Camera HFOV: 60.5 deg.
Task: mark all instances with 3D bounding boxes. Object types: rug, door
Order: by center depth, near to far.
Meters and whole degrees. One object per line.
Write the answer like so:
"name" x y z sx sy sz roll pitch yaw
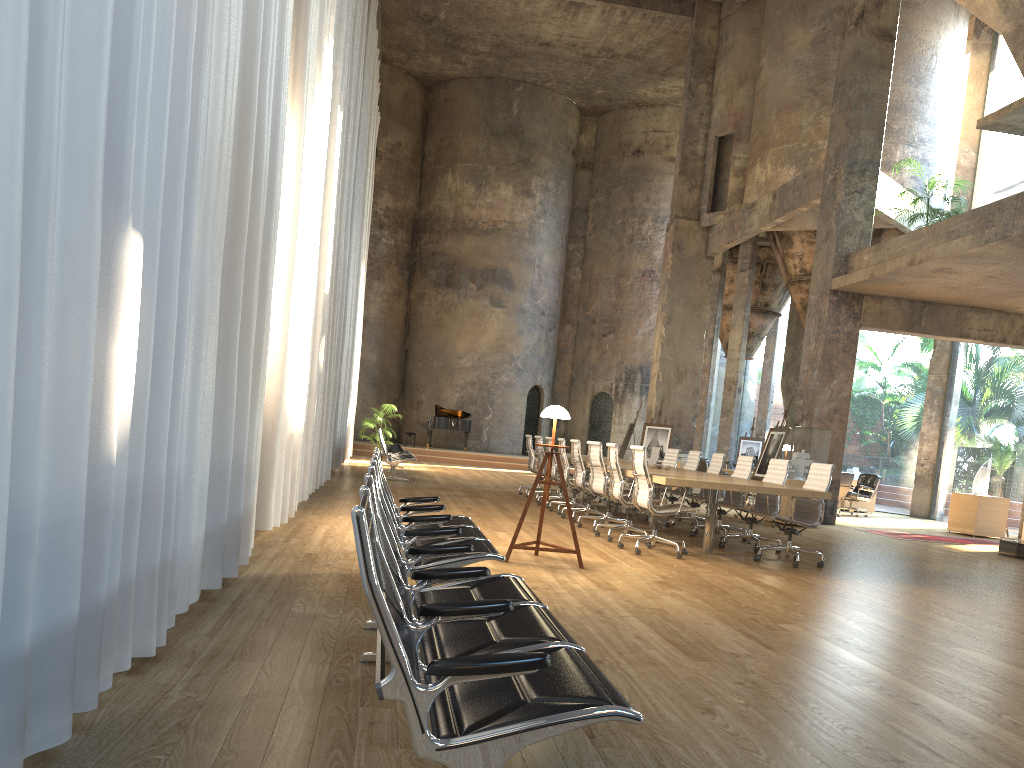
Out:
"rug" 6.901 2.467 13.942 2.466 0.009 1.339 6 -3 -8
"door" 0.579 1.167 28.251 0.090 2.314 0.904 9 5 40
"door" 2.895 1.578 28.608 0.895 2.651 0.111 8 5 34

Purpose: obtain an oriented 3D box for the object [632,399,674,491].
"object" 3.244 1.396 19.817 0.697 2.163 0.683 7 4 24

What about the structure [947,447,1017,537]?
"structure" 8.278 1.916 15.515 0.595 1.559 0.736 5 3 -8

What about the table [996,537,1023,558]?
"table" 7.188 2.277 12.089 0.861 0.248 0.368 6 -1 -8

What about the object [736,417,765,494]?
"object" 6.609 1.974 24.420 0.698 2.163 0.682 7 4 21

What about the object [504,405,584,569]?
"object" 0.384 0.828 7.132 0.567 1.307 0.657 7 3 25

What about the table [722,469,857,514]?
"table" 5.598 2.219 17.978 2.414 0.705 1.098 6 -1 -8

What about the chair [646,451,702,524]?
"chair" 2.263 1.424 12.327 0.699 1.033 0.661 5 2 -3

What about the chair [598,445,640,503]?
"chair" 1.849 1.529 14.938 0.699 1.033 0.661 5 2 -3

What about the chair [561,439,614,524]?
"chair" 1.021 1.239 11.153 0.699 1.033 0.661 5 2 -3

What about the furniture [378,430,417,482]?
"furniture" -2.153 1.310 16.298 0.709 0.846 1.861 5 -2 -8

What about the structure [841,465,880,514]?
"structure" 7.733 2.375 19.930 0.736 1.022 0.738 5 2 -8

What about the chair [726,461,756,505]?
"chair" 4.904 2.093 18.631 0.730 0.899 0.817 5 1 -1

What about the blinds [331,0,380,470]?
"blinds" -3.269 -2.648 18.924 0.275 8.705 7.776 5 1 -7

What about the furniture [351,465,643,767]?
"furniture" -0.168 0.758 2.883 0.709 0.846 1.861 5 -2 -8

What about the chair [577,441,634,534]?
"chair" 1.164 1.202 10.235 0.700 1.033 0.660 5 2 -9

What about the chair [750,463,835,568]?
"chair" 2.779 1.275 8.732 0.699 1.033 0.661 5 2 -2

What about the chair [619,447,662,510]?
"chair" 2.006 1.497 14.091 0.699 1.033 0.661 5 2 0

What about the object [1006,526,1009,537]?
"object" 8.751 2.282 16.091 0.661 0.979 0.565 3 3 -44

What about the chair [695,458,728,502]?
"chair" 4.074 1.965 17.750 0.823 0.899 0.724 5 1 -12

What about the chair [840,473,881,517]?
"chair" 7.075 2.278 18.190 0.823 0.899 0.724 5 1 -14

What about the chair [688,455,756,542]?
"chair" 2.515 1.351 10.573 0.699 1.033 0.661 5 2 -3

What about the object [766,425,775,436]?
"object" 7.046 1.563 23.314 0.686 0.946 0.857 6 1 13

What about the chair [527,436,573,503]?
"chair" 0.636 1.350 13.812 0.700 1.033 0.660 5 2 -5

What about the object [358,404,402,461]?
"object" -3.316 1.211 22.053 1.095 1.467 1.119 5 2 -17

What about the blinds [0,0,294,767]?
"blinds" -0.813 -3.357 1.850 0.275 8.705 7.772 5 1 -9

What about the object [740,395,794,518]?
"object" 4.421 1.236 14.879 0.686 2.163 0.694 5 4 -9

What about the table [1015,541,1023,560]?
"table" 7.239 2.283 11.727 0.791 0.204 1.104 6 -3 -8

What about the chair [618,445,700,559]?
"chair" 1.437 1.135 8.542 0.699 1.033 0.661 5 2 -3

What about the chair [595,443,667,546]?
"chair" 1.285 1.167 9.390 0.699 1.033 0.661 5 2 0

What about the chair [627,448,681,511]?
"chair" 2.136 1.463 13.248 0.700 1.033 0.660 5 2 -9

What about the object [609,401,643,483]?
"object" 2.872 1.463 21.664 0.681 2.163 0.698 7 4 18

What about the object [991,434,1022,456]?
"object" 8.901 1.338 16.031 0.690 0.946 0.852 5 1 -17

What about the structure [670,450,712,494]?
"structure" 4.180 2.077 20.713 0.744 1.022 0.730 5 2 -8

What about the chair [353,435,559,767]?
"chair" 3.309 1.685 15.112 12.973 1.038 31.329 6 -3 -8

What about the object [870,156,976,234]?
"object" 6.510 -2.544 13.878 1.402 1.822 1.348 5 2 -2

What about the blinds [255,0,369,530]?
"blinds" -2.043 -3.002 10.400 0.275 8.705 7.776 5 1 -7

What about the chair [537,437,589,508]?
"chair" 0.768 1.312 12.907 0.699 1.033 0.661 5 2 -3

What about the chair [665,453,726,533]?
"chair" 2.385 1.388 11.459 0.699 1.033 0.661 5 2 0

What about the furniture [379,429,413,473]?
"furniture" -2.492 1.408 18.653 0.709 0.846 1.861 5 -2 -8

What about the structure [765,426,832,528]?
"structure" 4.542 1.474 14.024 0.595 1.559 0.736 5 3 -8

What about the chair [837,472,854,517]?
"chair" 6.207 2.148 17.366 0.733 0.899 0.813 4 1 -34

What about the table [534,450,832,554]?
"table" 1.583 1.461 11.813 1.603 0.762 7.671 6 -3 -8

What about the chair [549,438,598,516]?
"chair" 0.898 1.276 12.021 0.699 1.033 0.661 5 2 0

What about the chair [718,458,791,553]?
"chair" 2.647 1.314 9.668 0.700 1.033 0.660 5 2 -5

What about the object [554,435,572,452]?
"object" 1.602 2.134 28.902 0.911 0.998 0.903 6 1 3

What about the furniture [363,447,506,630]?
"furniture" -0.506 0.856 5.238 0.709 0.846 1.861 5 -2 -8
